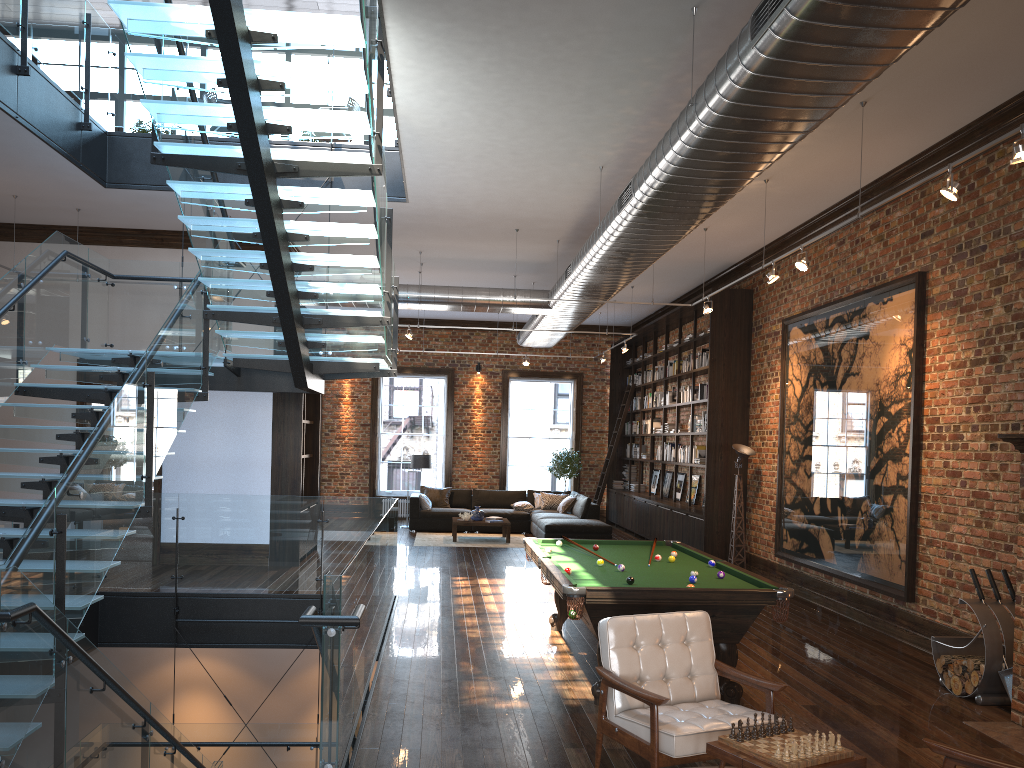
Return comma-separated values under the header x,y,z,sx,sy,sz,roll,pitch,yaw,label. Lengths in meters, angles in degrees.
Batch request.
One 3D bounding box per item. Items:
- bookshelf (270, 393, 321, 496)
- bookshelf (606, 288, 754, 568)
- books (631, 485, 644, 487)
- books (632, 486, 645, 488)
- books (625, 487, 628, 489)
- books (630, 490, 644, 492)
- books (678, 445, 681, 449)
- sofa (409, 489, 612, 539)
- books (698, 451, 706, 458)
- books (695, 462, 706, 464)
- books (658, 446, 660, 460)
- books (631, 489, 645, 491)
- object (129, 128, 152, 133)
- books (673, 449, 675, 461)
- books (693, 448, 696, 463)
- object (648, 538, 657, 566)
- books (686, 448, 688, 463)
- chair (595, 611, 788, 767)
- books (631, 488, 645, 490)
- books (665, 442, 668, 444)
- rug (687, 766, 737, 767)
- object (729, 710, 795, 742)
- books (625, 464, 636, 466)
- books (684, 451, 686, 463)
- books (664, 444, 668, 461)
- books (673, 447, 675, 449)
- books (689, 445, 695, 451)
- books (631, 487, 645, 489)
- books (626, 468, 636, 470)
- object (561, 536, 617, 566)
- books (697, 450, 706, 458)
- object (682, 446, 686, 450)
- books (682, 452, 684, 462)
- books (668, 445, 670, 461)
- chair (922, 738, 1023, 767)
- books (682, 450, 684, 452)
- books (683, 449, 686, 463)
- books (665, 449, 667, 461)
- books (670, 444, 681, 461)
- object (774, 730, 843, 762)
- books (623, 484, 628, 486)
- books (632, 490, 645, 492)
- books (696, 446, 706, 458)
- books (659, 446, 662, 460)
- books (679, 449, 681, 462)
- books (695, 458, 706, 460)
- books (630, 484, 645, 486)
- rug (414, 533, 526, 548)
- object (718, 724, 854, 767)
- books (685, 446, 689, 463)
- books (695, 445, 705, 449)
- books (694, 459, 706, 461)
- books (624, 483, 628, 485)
x,y,z,sx,sy,sz,roll,pitch,yaw,label
-3.100,0.761,12.816,0.400,3.519,1.782,1,0,-5,bookshelf
2.748,0.897,16.178,0.600,3.998,7.416,1,-3,-5,bookshelf
2.655,2.157,18.730,0.228,0.008,0.332,1,-4,1,books
2.664,2.172,18.731,0.229,0.008,0.330,2,-4,-2,books
2.619,2.306,19.649,0.198,0.035,0.218,2,-4,-1,books
2.655,2.263,18.732,0.229,0.008,0.331,2,-4,-9,books
2.993,1.230,15.629,0.132,0.291,0.016,2,1,-5,books
-0.173,2.434,16.479,3.500,0.804,3.454,2,-4,-5,sofa
3.095,1.195,14.445,0.136,0.211,0.035,2,1,-5,books
3.049,1.266,14.215,0.159,0.012,0.340,2,-4,0,books
2.876,1.312,16.872,0.180,0.275,0.013,2,1,-5,books
2.668,2.240,18.733,0.229,0.008,0.328,2,-4,-5,books
-5.912,-3.380,14.481,0.799,1.865,0.813,2,0,44,object
2.963,1.273,15.813,0.191,0.218,0.033,2,1,-5,books
3.059,1.182,14.536,0.176,0.246,0.039,2,1,-5,books
1.253,1.481,7.889,0.028,0.072,1.608,2,-4,11,object
3.032,1.209,14.961,0.191,0.246,0.031,2,1,-5,books
0.895,1.650,4.516,0.769,0.866,0.741,2,-1,-24,chair
2.663,2.217,18.732,0.229,0.008,0.330,2,-4,-2,books
2.917,1.260,16.535,0.144,0.338,0.013,2,1,-5,books
1.199,2.036,3.873,1.970,0.015,1.973,2,-4,-3,rug
1.090,1.476,3.859,0.334,0.101,0.075,3,-1,-30,object
2.622,1.793,19.634,0.208,0.010,0.352,2,-4,0,books
3.016,1.244,15.114,0.165,0.197,0.027,2,1,-5,books
2.920,1.271,16.509,0.170,0.312,0.038,2,1,-5,books
2.968,1.256,15.837,0.176,0.256,0.014,2,1,-5,books
3.047,1.176,14.840,0.177,0.297,0.014,2,1,-5,books
2.666,2.195,18.732,0.229,0.008,0.329,2,-4,-3,books
2.633,1.873,19.636,0.184,0.030,0.265,1,-4,1,books
0.659,1.462,7.841,0.028,0.072,1.607,1,-4,-13,object
3.090,1.188,14.478,0.141,0.229,0.032,2,1,-5,books
3.008,1.211,15.269,0.166,0.282,0.015,2,1,-5,object
3.005,1.255,15.193,0.174,0.184,0.034,2,1,-5,books
2.937,1.261,16.173,0.184,0.288,0.016,2,1,-5,books
1.647,1.580,3.147,0.769,0.866,0.741,3,-1,-44,chair
3.007,1.240,15.224,0.174,0.218,0.027,2,1,-5,books
3.016,1.226,15.160,0.166,0.238,0.034,2,1,-5,books
2.914,1.317,16.409,0.175,0.207,0.031,2,1,-5,books
2.945,1.234,15.977,0.186,0.317,0.015,2,1,-5,books
1.218,1.465,3.634,0.334,0.101,0.075,3,-1,-30,object
2.596,2.241,19.646,0.241,0.023,0.262,2,-4,0,books
2.659,2.255,18.732,0.229,0.008,0.331,2,-4,-1,books
3.089,1.161,14.501,0.159,0.285,0.014,2,1,-5,books
2.882,1.311,16.740,0.189,0.260,0.027,2,1,-5,books
2.994,1.244,15.412,0.167,0.234,0.032,2,1,-5,books
3.048,1.205,14.214,0.159,0.012,0.339,2,-4,-1,books
2.655,2.133,18.730,0.227,0.007,0.372,2,-4,-10,books
-0.706,2.775,15.782,2.022,0.003,2.117,2,-4,-5,rug
1.152,1.532,3.747,0.388,0.028,0.388,4,-4,-30,object
3.033,1.195,15.085,0.152,0.292,0.031,2,1,-5,books
3.083,1.157,14.563,0.149,0.301,0.013,2,1,-5,books
3.039,1.217,14.214,0.161,0.012,0.299,2,-4,-5,books
2.608,2.216,19.647,0.207,0.014,0.346,1,-4,1,books
